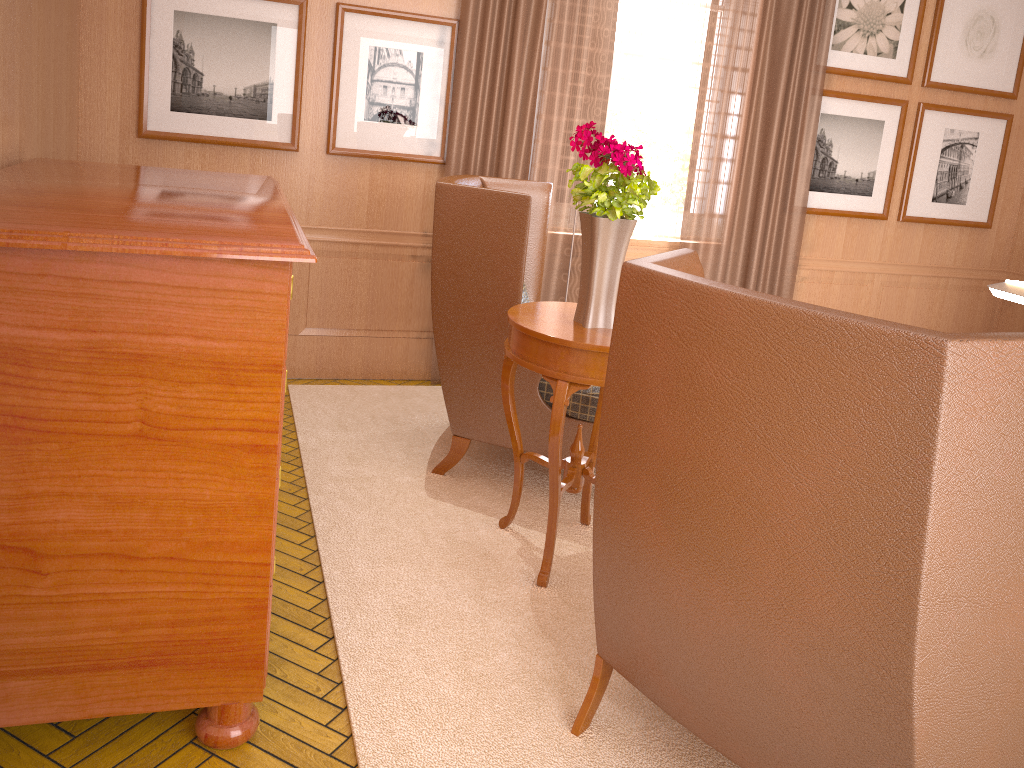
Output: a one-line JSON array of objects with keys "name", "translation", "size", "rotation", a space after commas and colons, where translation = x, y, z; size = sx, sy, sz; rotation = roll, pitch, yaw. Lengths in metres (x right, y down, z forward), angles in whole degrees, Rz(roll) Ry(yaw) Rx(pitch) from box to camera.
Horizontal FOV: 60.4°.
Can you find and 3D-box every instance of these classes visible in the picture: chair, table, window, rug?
[{"name": "chair", "translation": [0.249, -0.431, 6.423], "size": [1.723, 1.932, 1.954], "rotation": [8, 13, 6]}, {"name": "table", "translation": [0.368, 0.318, 4.978], "size": [0.924, 1.343, 1.065], "rotation": [4, 13, -11]}, {"name": "chair", "translation": [1.233, 0.579, 3.367], "size": [1.729, 1.932, 1.947], "rotation": [-6, 18, -42]}, {"name": "window", "translation": [1.170, -3.081, 8.585], "size": [2.430, 3.309, 0.867], "rotation": [2, 11, -18]}, {"name": "rug", "translation": [2.092, 1.267, 4.786], "size": [5.987, 0.019, 8.176], "rotation": [1, 17, -18]}]

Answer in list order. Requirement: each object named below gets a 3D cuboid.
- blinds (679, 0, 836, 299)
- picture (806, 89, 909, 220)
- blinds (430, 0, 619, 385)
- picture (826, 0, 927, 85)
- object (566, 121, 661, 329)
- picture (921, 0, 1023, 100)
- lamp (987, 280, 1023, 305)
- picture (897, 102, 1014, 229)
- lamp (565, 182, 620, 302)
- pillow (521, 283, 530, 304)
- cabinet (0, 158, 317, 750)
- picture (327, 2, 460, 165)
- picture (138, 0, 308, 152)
[{"name": "blinds", "translation": [2.349, -2.271, 8.560], "size": [1.445, 4.691, 0.272], "rotation": [2, 11, -20]}, {"name": "picture", "translation": [3.436, -2.336, 9.015], "size": [1.248, 1.223, 0.049], "rotation": [2, 11, -18]}, {"name": "blinds", "translation": [0.143, -2.286, 7.838], "size": [1.426, 4.701, 0.272], "rotation": [3, 11, -17]}, {"name": "picture", "translation": [3.582, -3.686, 8.774], "size": [1.248, 1.223, 0.049], "rotation": [2, 11, -18]}, {"name": "object", "translation": [0.518, -0.854, 4.750], "size": [0.524, 1.067, 0.467], "rotation": [2, 12, -20]}, {"name": "picture", "translation": [4.916, -3.674, 9.210], "size": [1.248, 1.223, 0.049], "rotation": [2, 11, -18]}, {"name": "lamp", "translation": [1.757, 0.692, 3.075], "size": [0.640, 1.989, 0.567], "rotation": [16, 14, 41]}, {"name": "picture", "translation": [4.770, -2.324, 9.450], "size": [1.248, 1.223, 0.049], "rotation": [2, 11, -18]}, {"name": "lamp", "translation": [0.625, -0.644, 7.185], "size": [0.637, 1.985, 0.569], "rotation": [13, 13, 33]}, {"name": "pillow", "translation": [-0.164, -0.648, 6.449], "size": [0.539, 0.691, 1.100], "rotation": [7, 15, 6]}, {"name": "cabinet", "translation": [-1.840, 0.036, 4.230], "size": [1.414, 1.900, 2.841], "rotation": [2, 15, -18]}, {"name": "picture", "translation": [-1.010, -2.544, 7.527], "size": [1.048, 1.224, 0.049], "rotation": [2, 11, -18]}, {"name": "picture", "translation": [-2.322, -2.556, 7.098], "size": [1.248, 1.223, 0.049], "rotation": [2, 11, -18]}]
